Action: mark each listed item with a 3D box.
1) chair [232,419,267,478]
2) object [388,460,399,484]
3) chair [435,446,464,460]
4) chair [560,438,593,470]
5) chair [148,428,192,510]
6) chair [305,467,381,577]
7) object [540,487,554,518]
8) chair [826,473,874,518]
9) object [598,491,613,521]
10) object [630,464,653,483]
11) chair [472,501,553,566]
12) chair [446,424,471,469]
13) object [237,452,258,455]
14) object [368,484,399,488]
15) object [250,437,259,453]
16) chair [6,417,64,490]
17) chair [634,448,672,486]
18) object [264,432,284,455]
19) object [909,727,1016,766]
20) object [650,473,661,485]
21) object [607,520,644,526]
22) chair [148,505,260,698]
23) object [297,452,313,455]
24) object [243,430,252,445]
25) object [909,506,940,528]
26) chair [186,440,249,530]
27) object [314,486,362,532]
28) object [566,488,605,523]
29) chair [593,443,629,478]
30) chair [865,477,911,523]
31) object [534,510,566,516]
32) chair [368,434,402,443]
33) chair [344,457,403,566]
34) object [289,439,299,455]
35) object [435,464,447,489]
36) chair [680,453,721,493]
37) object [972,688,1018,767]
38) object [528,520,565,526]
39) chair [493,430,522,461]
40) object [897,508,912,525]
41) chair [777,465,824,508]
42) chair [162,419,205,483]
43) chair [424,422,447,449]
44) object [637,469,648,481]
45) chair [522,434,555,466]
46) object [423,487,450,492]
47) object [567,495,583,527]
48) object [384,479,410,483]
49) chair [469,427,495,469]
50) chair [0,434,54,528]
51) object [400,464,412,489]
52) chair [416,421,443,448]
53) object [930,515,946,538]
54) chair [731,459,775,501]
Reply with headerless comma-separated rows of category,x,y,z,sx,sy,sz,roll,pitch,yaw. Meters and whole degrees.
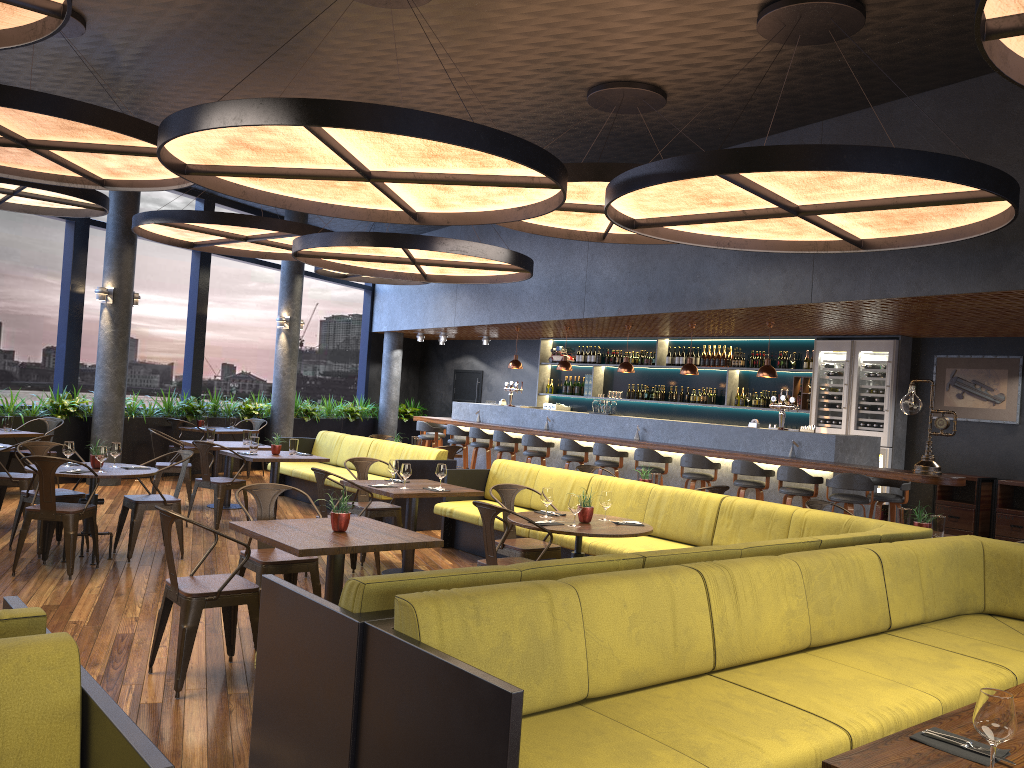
chair,-4.245,1.019,14.232,0.504,0.917,0.541,4,-1,16
object,-1.036,0.766,7.738,0.097,0.206,0.097,3,-1,42
chair,-0.927,1.216,11.255,0.504,0.917,0.541,4,-1,-39
chair,0.876,1.286,12.348,0.483,1.048,0.438,4,-1,22
chair,-4.040,0.994,10.478,0.541,0.917,0.504,4,-1,-21
chair,-1.382,1.141,7.211,0.541,0.917,0.504,4,-1,-39
object,0.247,0.839,6.269,0.097,0.206,0.097,4,-1,-15
chair,3.447,1.429,9.141,0.483,1.048,0.438,3,-1,42
object,0.669,0.868,6.329,0.097,0.206,0.097,4,-1,2
object,1.309,0.902,8.680,0.238,0.271,0.260,4,-1,-18
chair,-0.006,1.221,5.776,0.541,0.917,0.504,4,-1,-39
chair,-0.860,1.190,14.449,0.483,1.048,0.438,4,-1,22
object,-2.884,0.750,9.626,0.157,0.019,0.255,4,-1,-40
object,-1.070,0.855,7.457,0.255,0.019,0.157,4,-1,-39
object,-2.850,0.674,9.799,0.102,0.178,0.102,4,-1,-34
chair,-5.844,0.874,10.881,0.504,0.917,0.541,4,-1,14
chair,1.763,1.336,11.242,0.483,1.048,0.438,4,-1,11
object,-2.597,0.646,9.819,0.238,0.271,0.260,4,-1,-1
object,1.204,0.957,2.342,0.157,0.019,0.255,4,-1,-39
object,1.377,0.951,8.523,0.102,0.178,0.102,3,-1,36
object,0.792,0.970,6.211,0.255,0.019,0.157,4,-1,-7
chair,-1.618,1.098,4.670,0.541,0.917,0.504,4,-1,-39
object,-2.351,0.791,10.023,0.157,0.019,0.255,4,-1,-40
object,-3.254,0.658,10.882,0.102,0.178,0.102,4,-1,26
object,3.025,0.997,6.567,0.260,0.271,0.238,4,-1,-38
chair,-3.071,1.047,9.259,0.504,0.917,0.541,4,-1,28
object,-0.988,0.706,5.081,0.260,0.271,0.238,4,-1,-4
object,0.516,0.820,6.137,0.238,0.271,0.260,4,-1,-18
chair,1.267,1.307,11.785,0.438,1.048,0.483,4,-1,-11
chair,4.001,1.471,9.548,0.483,1.048,0.438,4,-1,22
object,0.290,0.937,6.436,0.157,0.019,0.255,4,-1,-33
chair,-1.727,1.171,12.232,0.504,0.917,0.541,4,-1,-39
chair,-1.294,1.158,8.188,0.504,0.917,0.541,4,-1,-39
object,-2.435,0.704,9.883,0.102,0.178,0.102,4,-1,16
object,-0.612,0.794,7.649,0.097,0.206,0.097,3,-1,42
chair,2.227,1.362,10.709,0.438,1.048,0.483,4,-1,-25
object,1.180,0.859,2.171,0.097,0.206,0.097,4,-1,6
object,0.245,0.929,5.963,0.255,0.019,0.157,4,-1,-37
chair,-0.098,1.231,13.419,0.438,1.048,0.483,4,-1,-11
object,3.007,1.045,6.803,0.102,0.178,0.102,3,-1,36
chair,3.066,1.408,9.590,0.438,1.048,0.483,4,-1,-11
chair,-4.800,0.968,13.025,0.504,0.917,0.541,4,-1,25
chair,-1.401,1.169,16.045,0.483,1.048,0.438,4,-1,-11
object,1.304,0.950,8.904,0.102,0.178,0.102,4,-1,-4
chair,0.331,1.254,12.831,0.438,1.048,0.483,4,-1,-20
object,-0.649,0.884,7.477,0.157,0.019,0.255,4,-1,-39
object,0.422,0.847,5.927,0.097,0.206,0.097,4,-1,-1
object,-1.013,0.864,7.909,0.157,0.019,0.255,4,-1,-39
chair,-0.472,1.211,13.996,0.483,1.048,0.438,4,-1,22
chair,-4.741,0.924,8.521,0.541,0.917,0.504,4,-1,-9
object,-0.892,0.773,7.428,0.097,0.206,0.097,4,-1,-39
chair,-1.415,1.158,15.057,0.483,1.048,0.438,4,-1,22
object,3.088,1.047,6.436,0.102,0.178,0.102,3,-1,36
chair,2.723,1.390,10.113,0.483,1.048,0.438,4,-1,22
